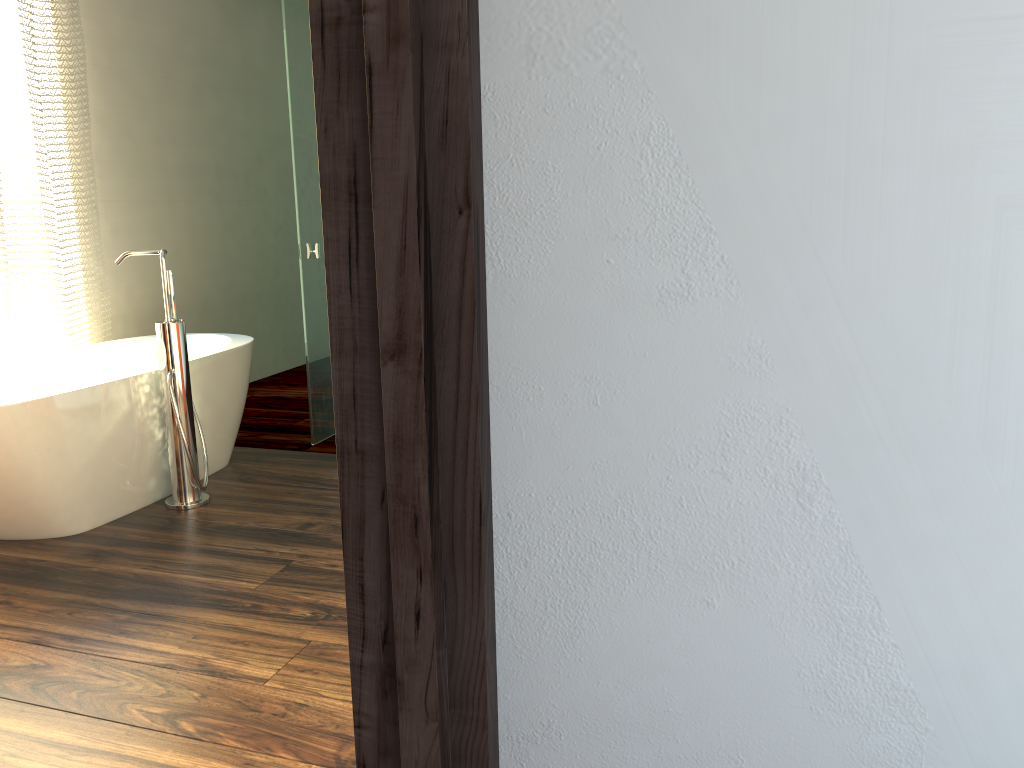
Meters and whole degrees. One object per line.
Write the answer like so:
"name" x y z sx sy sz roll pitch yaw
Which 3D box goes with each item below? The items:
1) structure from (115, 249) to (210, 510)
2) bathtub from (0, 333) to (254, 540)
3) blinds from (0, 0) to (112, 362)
"structure" -1.171 -0.006 3.044 0.239 0.897 0.282 -8 13 -31
"bathtub" -1.584 0.163 3.326 0.776 0.485 1.596 2 12 18
"blinds" -2.220 -0.731 3.085 0.184 2.336 2.093 2 12 18
